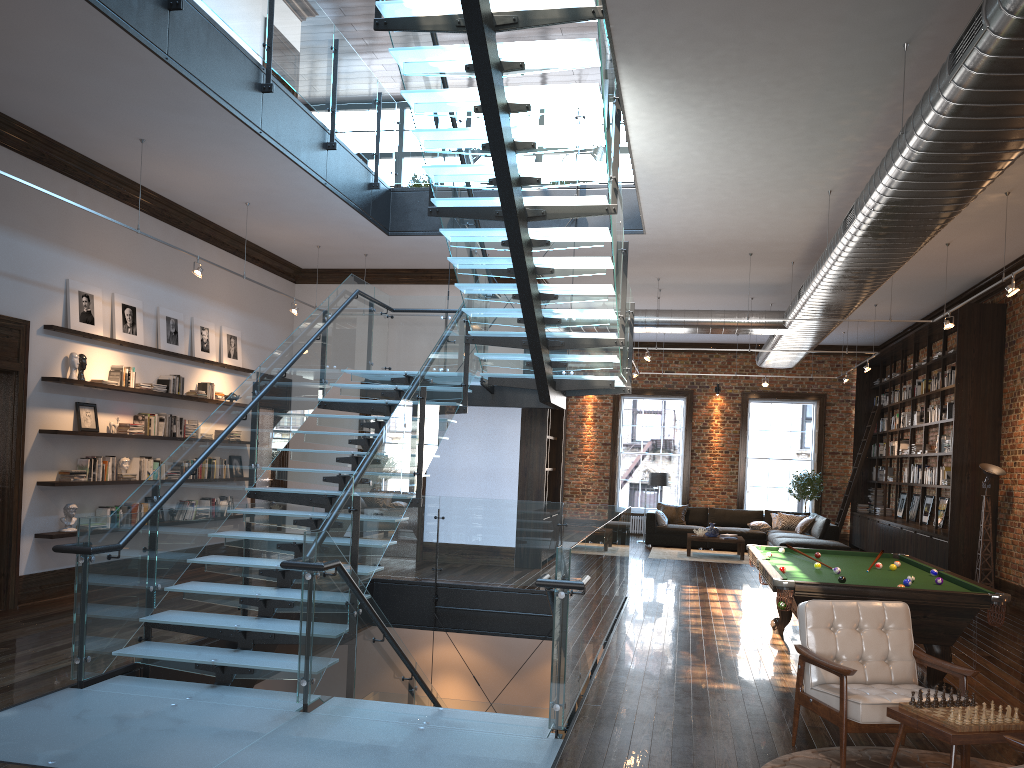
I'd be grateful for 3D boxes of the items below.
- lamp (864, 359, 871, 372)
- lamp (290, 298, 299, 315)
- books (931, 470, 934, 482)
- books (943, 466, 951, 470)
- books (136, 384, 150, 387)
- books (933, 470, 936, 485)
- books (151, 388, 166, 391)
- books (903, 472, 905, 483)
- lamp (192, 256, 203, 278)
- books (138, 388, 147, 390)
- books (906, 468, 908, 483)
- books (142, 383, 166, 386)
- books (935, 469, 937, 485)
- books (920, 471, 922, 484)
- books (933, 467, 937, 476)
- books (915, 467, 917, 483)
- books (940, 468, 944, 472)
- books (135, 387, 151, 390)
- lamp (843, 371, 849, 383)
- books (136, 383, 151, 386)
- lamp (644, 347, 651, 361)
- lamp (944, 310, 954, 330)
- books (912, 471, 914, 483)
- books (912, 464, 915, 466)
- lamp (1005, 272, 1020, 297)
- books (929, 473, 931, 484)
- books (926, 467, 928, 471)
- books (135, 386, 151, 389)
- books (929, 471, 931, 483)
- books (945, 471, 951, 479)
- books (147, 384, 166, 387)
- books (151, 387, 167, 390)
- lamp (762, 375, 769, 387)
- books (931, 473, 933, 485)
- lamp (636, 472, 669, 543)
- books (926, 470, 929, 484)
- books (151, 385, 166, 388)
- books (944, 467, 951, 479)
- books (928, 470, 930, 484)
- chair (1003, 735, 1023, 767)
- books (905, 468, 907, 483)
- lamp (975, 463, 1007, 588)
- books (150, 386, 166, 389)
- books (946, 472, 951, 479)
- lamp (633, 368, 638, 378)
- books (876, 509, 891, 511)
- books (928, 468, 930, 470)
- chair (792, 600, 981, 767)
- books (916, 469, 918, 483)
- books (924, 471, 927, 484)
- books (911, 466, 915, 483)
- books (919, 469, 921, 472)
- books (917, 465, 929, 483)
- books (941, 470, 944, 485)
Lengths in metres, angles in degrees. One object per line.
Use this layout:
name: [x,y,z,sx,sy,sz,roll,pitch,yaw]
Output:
lamp: [6.011,-0.312,14.980,0.113,0.230,0.114,3,-1,-13]
lamp: [-2.816,-1.000,11.452,0.114,0.230,0.114,3,-1,-33]
books: [6.995,1.541,14.612,0.165,0.238,0.034,2,0,11]
books: [6.899,1.455,14.020,0.149,0.300,0.013,2,0,11]
books: [-4.175,0.020,9.930,0.125,0.014,0.214,2,-5,11]
books: [6.957,1.519,14.416,0.191,0.245,0.031,2,0,11]
books: [-4.125,0.064,10.213,0.142,0.011,0.255,1,-5,12]
books: [7.363,1.730,16.450,0.178,0.205,0.068,2,-1,11]
lamp: [-3.260,-1.213,9.191,0.114,0.230,0.113,3,-1,-35]
books: [-4.167,0.061,9.937,0.118,0.008,0.197,2,-5,11]
books: [7.295,1.672,16.169,0.189,0.260,0.027,2,0,11]
books: [-4.116,0.010,10.212,0.142,0.011,0.258,1,-5,16]
books: [6.943,1.502,14.344,0.161,0.264,0.033,2,0,11]
books: [7.121,1.607,15.255,0.190,0.218,0.033,2,0,11]
books: [6.992,1.507,14.536,0.151,0.291,0.031,2,0,11]
books: [7.194,1.606,15.609,0.184,0.288,0.016,2,0,11]
books: [6.904,1.476,14.105,0.175,0.272,0.031,2,0,11]
books: [-4.175,0.049,9.931,0.155,0.015,0.211,2,-5,11]
lamp: [6.398,-0.126,16.949,0.114,0.230,0.113,3,-1,-40]
books: [-4.174,0.007,9.939,0.152,0.013,0.196,2,-5,11]
lamp: [2.255,-0.494,14.770,0.114,0.230,0.114,2,-1,32]
lamp: [5.116,-0.745,10.378,0.113,0.230,0.114,2,-1,25]
books: [7.235,1.668,15.841,0.174,0.206,0.031,2,0,11]
books: [7.274,1.615,15.964,0.144,0.337,0.013,2,0,11]
lamp: [4.721,-0.936,8.351,0.114,0.230,0.113,3,-1,-10]
books: [6.993,1.571,14.646,0.174,0.184,0.034,2,0,11]
books: [7.101,1.558,15.070,0.131,0.291,0.016,2,0,11]
books: [-4.169,0.035,9.944,0.159,0.014,0.184,2,-5,11]
books: [7.004,1.557,14.675,0.174,0.217,0.027,2,0,11]
books: [6.881,1.483,13.936,0.141,0.229,0.032,2,0,11]
books: [-4.124,0.021,10.214,0.141,0.011,0.287,2,-5,10]
books: [-4.121,0.053,10.213,0.141,0.011,0.288,1,-5,14]
lamp: [5.220,-0.065,18.263,0.113,0.230,0.114,3,-1,-20]
books: [6.983,1.557,14.567,0.165,0.196,0.027,2,0,11]
lamp: [2.867,2.548,18.208,0.686,1.465,0.420,2,-1,41]
books: [7.042,1.566,14.861,0.167,0.234,0.032,2,0,11]
books: [-4.122,0.032,10.213,0.142,0.011,0.256,1,-5,13]
books: [6.887,1.457,13.958,0.159,0.285,0.014,2,0,11]
books: [7.025,1.550,14.742,0.179,0.245,0.032,2,0,11]
chair: [2.397,1.561,3.387,0.770,0.865,0.741,4,-2,-29]
books: [7.326,1.677,16.299,0.180,0.274,0.013,2,0,11]
lamp: [6.166,1.937,11.462,0.424,1.825,0.507,2,0,16]
books: [-4.121,0.042,10.213,0.142,0.011,0.257,2,-5,9]
books: [6.877,1.489,13.902,0.136,0.210,0.036,2,0,11]
lamp: [2.476,-0.232,17.720,0.114,0.230,0.114,3,-1,-38]
books: [7.612,2.582,18.126,0.227,0.007,0.370,2,-5,10]
books: [7.058,1.548,14.881,0.145,0.275,0.013,2,0,11]
chair: [2.043,1.676,4.910,0.768,0.865,0.743,3,-2,-9]
books: [7.151,1.609,15.452,0.186,0.251,0.050,2,0,11]
books: [7.086,1.591,15.047,0.153,0.221,0.034,2,0,11]
books: [7.269,1.626,15.938,0.170,0.311,0.039,2,0,11]
books: [7.148,1.598,15.373,0.171,0.258,0.013,2,0,11]
books: [7.150,1.573,15.419,0.186,0.317,0.015,2,0,11]
books: [6.868,1.479,13.999,0.176,0.246,0.039,2,0,11]
